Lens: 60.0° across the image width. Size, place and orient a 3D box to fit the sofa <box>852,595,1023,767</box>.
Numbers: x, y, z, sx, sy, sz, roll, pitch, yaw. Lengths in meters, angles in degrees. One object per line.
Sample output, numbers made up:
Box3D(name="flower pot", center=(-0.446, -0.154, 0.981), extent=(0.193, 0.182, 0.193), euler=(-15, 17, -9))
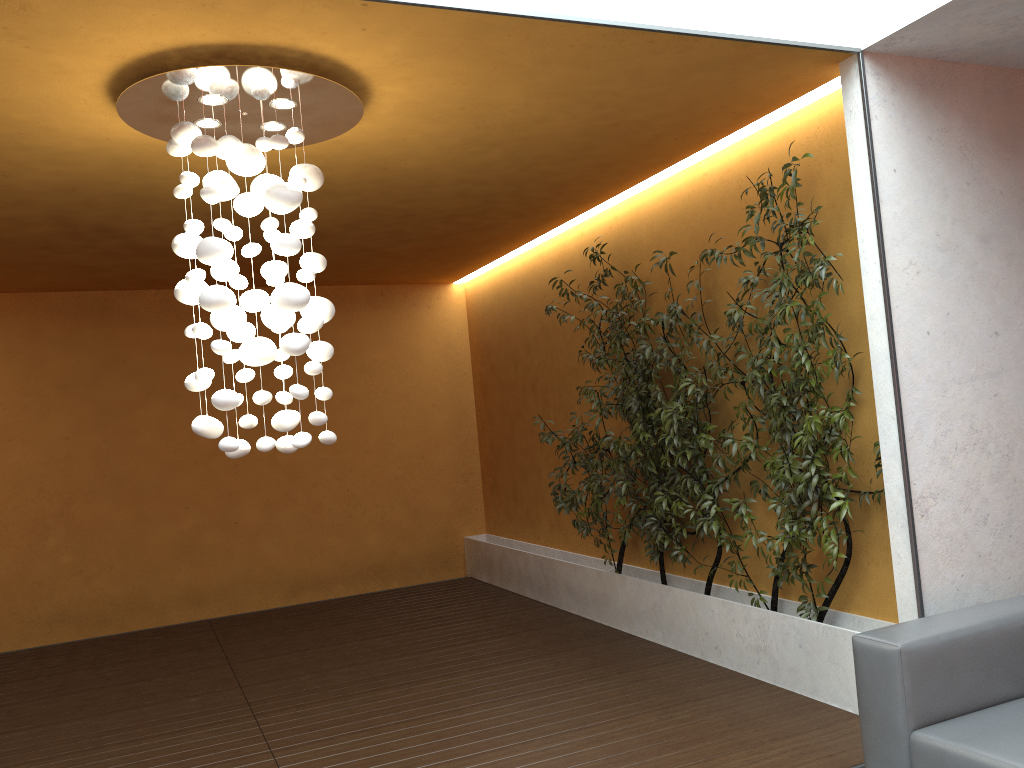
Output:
Box3D(name="sofa", center=(2.038, 1.103, 2.449), extent=(0.943, 0.652, 2.025), euler=(-4, -3, -24))

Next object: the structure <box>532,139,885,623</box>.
Box3D(name="structure", center=(0.974, 0.146, 5.310), extent=(0.622, 2.483, 3.166), euler=(-4, -3, -25))

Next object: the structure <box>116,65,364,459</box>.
Box3D(name="structure", center=(-1.076, -0.459, 3.750), extent=(1.002, 1.529, 1.002), euler=(-6, -3, 25))
